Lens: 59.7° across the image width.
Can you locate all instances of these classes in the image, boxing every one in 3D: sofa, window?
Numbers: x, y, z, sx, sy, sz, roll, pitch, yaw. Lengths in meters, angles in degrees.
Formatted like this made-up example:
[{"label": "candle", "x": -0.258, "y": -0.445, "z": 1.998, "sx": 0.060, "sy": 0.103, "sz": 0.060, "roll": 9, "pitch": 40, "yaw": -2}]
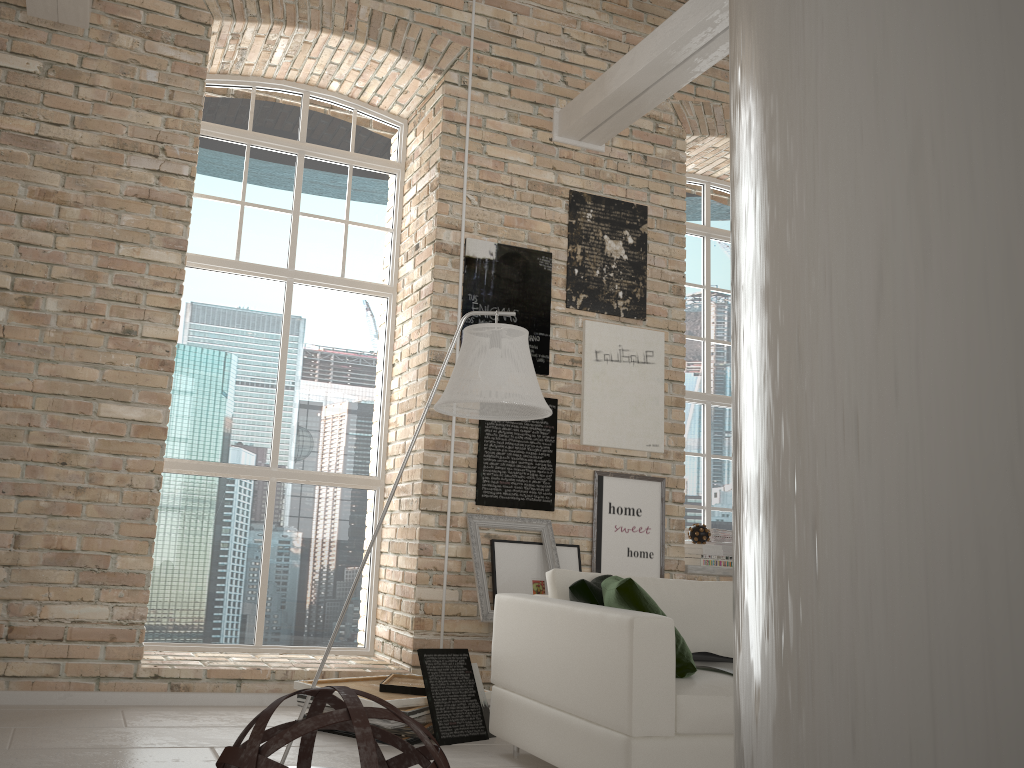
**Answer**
[{"label": "sofa", "x": 1.866, "y": 1.259, "z": 3.456, "sx": 3.141, "sy": 0.841, "sz": 2.268, "roll": 8, "pitch": -11, "yaw": -21}, {"label": "window", "x": 1.132, "y": -1.027, "z": 0.378, "sx": 1.365, "sy": 3.653, "sz": 11.966, "roll": 7, "pitch": -11, "yaw": -25}, {"label": "window", "x": 4.041, "y": -0.976, "z": 1.444, "sx": 1.365, "sy": 2.987, "sz": 11.966, "roll": 7, "pitch": -11, "yaw": -25}]

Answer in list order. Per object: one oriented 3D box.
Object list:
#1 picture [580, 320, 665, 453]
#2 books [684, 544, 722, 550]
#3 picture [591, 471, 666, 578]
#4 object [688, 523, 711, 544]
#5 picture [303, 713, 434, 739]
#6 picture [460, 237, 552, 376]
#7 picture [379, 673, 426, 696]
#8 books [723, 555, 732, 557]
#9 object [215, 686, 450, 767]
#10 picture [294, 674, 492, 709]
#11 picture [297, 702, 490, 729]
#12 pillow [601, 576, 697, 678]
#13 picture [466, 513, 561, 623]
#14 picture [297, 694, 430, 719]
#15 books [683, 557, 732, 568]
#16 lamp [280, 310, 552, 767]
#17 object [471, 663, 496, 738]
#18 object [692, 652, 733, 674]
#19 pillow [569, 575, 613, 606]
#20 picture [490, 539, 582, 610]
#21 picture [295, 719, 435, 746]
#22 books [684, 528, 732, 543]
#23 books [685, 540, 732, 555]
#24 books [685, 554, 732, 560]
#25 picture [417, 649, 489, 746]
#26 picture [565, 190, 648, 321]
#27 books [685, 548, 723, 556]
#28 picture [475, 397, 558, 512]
[{"label": "picture", "x": 0.700, "y": 0.019, "z": 5.599, "sx": 0.565, "sy": 0.784, "sz": 0.038, "roll": 6, "pitch": -11, "yaw": -19}, {"label": "books", "x": 1.231, "y": 1.056, "z": 5.796, "sx": 0.173, "sy": 0.030, "sz": 0.186, "roll": 11, "pitch": -13, "yaw": -33}, {"label": "picture", "x": 0.716, "y": 0.929, "z": 5.451, "sx": 0.497, "sy": 0.756, "sz": 0.013, "roll": 6, "pitch": -11, "yaw": -19}, {"label": "object", "x": 1.232, "y": 0.988, "z": 5.864, "sx": 0.144, "sy": 0.137, "sz": 0.141, "roll": 2, "pitch": -11, "yaw": 5}, {"label": "picture", "x": -0.602, "y": 1.595, "z": 4.336, "sx": 0.608, "sy": 0.048, "sz": 0.757, "roll": 1, "pitch": -11, "yaw": 13}, {"label": "picture", "x": -0.031, "y": -0.467, "z": 5.419, "sx": 0.566, "sy": 0.785, "sz": 0.038, "roll": 6, "pitch": -11, "yaw": -19}, {"label": "picture", "x": -0.479, "y": 1.473, "z": 4.384, "sx": 0.294, "sy": 0.048, "sz": 0.380, "roll": 3, "pitch": -11, "yaw": 4}, {"label": "books", "x": 1.371, "y": 1.212, "z": 6.145, "sx": 0.229, "sy": 0.088, "sz": 0.329, "roll": 7, "pitch": -11, "yaw": -18}, {"label": "object", "x": -0.375, "y": 0.917, "z": 1.861, "sx": 0.581, "sy": 0.542, "sz": 0.502, "roll": -7, "pitch": -14, "yaw": 42}, {"label": "picture", "x": -0.570, "y": 1.478, "z": 4.321, "sx": 0.628, "sy": 0.048, "sz": 0.731, "roll": -7, "pitch": -15, "yaw": 44}, {"label": "picture", "x": -0.559, "y": 1.559, "z": 4.337, "sx": 0.627, "sy": 0.048, "sz": 0.732, "roll": -4, "pitch": -13, "yaw": 36}, {"label": "pillow", "x": 0.512, "y": 0.920, "z": 3.426, "sx": 0.308, "sy": 0.343, "sz": 0.413, "roll": 3, "pitch": -11, "yaw": 1}, {"label": "picture", "x": 0.033, "y": 1.041, "z": 5.033, "sx": 0.521, "sy": 0.582, "sz": 0.296, "roll": 7, "pitch": -11, "yaw": -21}, {"label": "picture", "x": -0.584, "y": 1.518, "z": 4.340, "sx": 0.620, "sy": 0.048, "sz": 0.741, "roll": -1, "pitch": -12, "yaw": 25}, {"label": "books", "x": 1.253, "y": 1.156, "z": 5.773, "sx": 0.263, "sy": 0.048, "sz": 0.230, "roll": 9, "pitch": -12, "yaw": -25}, {"label": "lamp", "x": -0.369, "y": 0.581, "z": 3.380, "sx": 1.035, "sy": 1.774, "sz": 0.436, "roll": 0, "pitch": -11, "yaw": 13}, {"label": "object", "x": -0.214, "y": 1.491, "z": 4.172, "sx": 0.252, "sy": 0.331, "sz": 0.166, "roll": 13, "pitch": -15, "yaw": -43}, {"label": "object", "x": 1.082, "y": 1.356, "z": 3.543, "sx": 0.854, "sy": 0.464, "sz": 0.813, "roll": 8, "pitch": -12, "yaw": -24}, {"label": "pillow", "x": 0.410, "y": 0.979, "z": 3.694, "sx": 0.330, "sy": 0.365, "sz": 0.391, "roll": -2, "pitch": -12, "yaw": 23}, {"label": "picture", "x": 0.154, "y": 1.198, "z": 5.126, "sx": 0.552, "sy": 0.568, "sz": 0.153, "roll": 7, "pitch": -11, "yaw": -20}, {"label": "picture", "x": -0.580, "y": 1.627, "z": 4.301, "sx": 0.622, "sy": 0.048, "sz": 0.740, "roll": -2, "pitch": -12, "yaw": 27}, {"label": "books", "x": 1.372, "y": 1.046, "z": 6.168, "sx": 0.285, "sy": 0.085, "sz": 0.244, "roll": 13, "pitch": -14, "yaw": -41}, {"label": "books", "x": 1.374, "y": 1.131, "z": 6.162, "sx": 0.225, "sy": 0.088, "sz": 0.334, "roll": 9, "pitch": -12, "yaw": -28}, {"label": "books", "x": 1.257, "y": 1.121, "z": 5.781, "sx": 0.258, "sy": 0.024, "sz": 0.229, "roll": 9, "pitch": -12, "yaw": -25}, {"label": "picture", "x": -0.271, "y": 1.438, "z": 4.116, "sx": 0.308, "sy": 0.404, "sz": 0.205, "roll": 13, "pitch": -15, "yaw": -43}, {"label": "picture", "x": 0.610, "y": -0.822, "z": 5.731, "sx": 0.564, "sy": 0.783, "sz": 0.038, "roll": 6, "pitch": -11, "yaw": -19}, {"label": "books", "x": 1.224, "y": 1.089, "z": 5.788, "sx": 0.191, "sy": 0.040, "sz": 0.206, "roll": 11, "pitch": -13, "yaw": -36}, {"label": "picture", "x": 0.025, "y": 0.398, "z": 5.308, "sx": 0.490, "sy": 0.680, "sz": 0.067, "roll": 6, "pitch": -11, "yaw": -19}]
